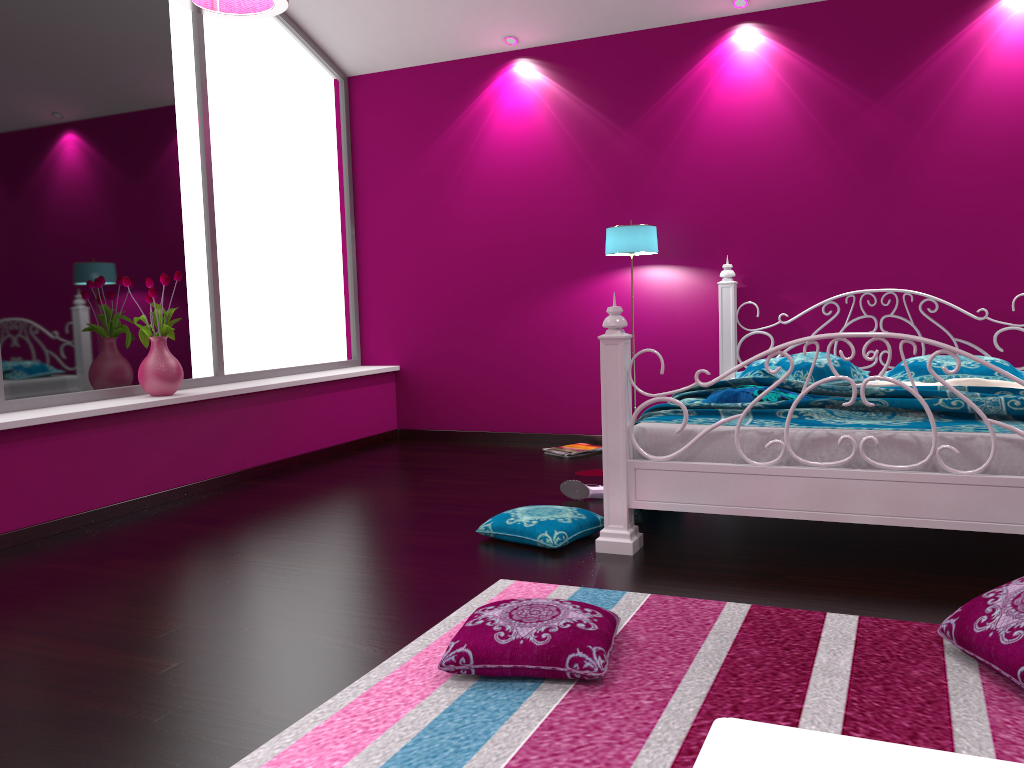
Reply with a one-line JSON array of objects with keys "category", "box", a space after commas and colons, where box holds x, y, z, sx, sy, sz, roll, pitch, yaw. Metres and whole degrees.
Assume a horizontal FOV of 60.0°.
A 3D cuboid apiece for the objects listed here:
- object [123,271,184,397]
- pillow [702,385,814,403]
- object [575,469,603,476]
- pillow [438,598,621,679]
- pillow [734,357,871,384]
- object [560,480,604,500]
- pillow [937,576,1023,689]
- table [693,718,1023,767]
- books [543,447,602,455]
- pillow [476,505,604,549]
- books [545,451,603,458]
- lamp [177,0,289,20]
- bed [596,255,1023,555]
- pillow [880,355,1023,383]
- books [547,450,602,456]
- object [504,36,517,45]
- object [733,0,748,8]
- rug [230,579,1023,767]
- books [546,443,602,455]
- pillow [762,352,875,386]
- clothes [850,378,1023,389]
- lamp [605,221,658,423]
[{"category": "object", "box": [-1.757, -0.248, 4.399, 0.264, 0.614, 0.242, -3, 5, -8]}, {"category": "pillow", "box": [1.020, 0.070, 3.707, 0.404, 0.127, 0.425, 2, 6, 34]}, {"category": "object", "box": [0.437, 0.469, 4.685, 0.221, 0.007, 0.184, -2, 5, -3]}, {"category": "pillow", "box": [0.058, 0.628, 2.242, 0.419, 0.107, 0.401, -1, 5, 10]}, {"category": "pillow", "box": [1.532, -0.073, 4.713, 0.717, 0.141, 0.401, 0, 5, 19]}, {"category": "object", "box": [0.345, 0.482, 4.075, 0.247, 0.086, 0.100, 0, 5, 18]}, {"category": "pillow", "box": [1.265, 0.550, 2.055, 0.391, 0.224, 0.425, -2, 5, -8]}, {"category": "table", "box": [0.451, 0.558, 0.290, 0.856, 0.592, 0.526, 0, 5, 24]}, {"category": "books", "box": [0.369, 0.394, 5.353, 0.300, 0.007, 0.220, -4, 6, -27]}, {"category": "pillow", "box": [0.126, 0.543, 3.451, 0.417, 0.101, 0.401, 2, 7, 40]}, {"category": "books", "box": [0.382, 0.408, 5.346, 0.300, 0.007, 0.220, -5, 6, -36]}, {"category": "lamp", "box": [-0.993, -1.897, 3.053, 0.377, 1.129, 0.377, -1, 5, 7]}, {"category": "bed", "box": [1.500, -0.067, 3.855, 2.167, 1.143, 2.317, 0, 5, 24]}, {"category": "pillow", "box": [2.208, -0.069, 4.421, 0.717, 0.141, 0.401, 1, 6, 26]}, {"category": "books", "box": [0.394, 0.401, 5.346, 0.300, 0.007, 0.220, -5, 6, -30]}, {"category": "object", "box": [-0.006, -2.144, 5.513, 0.080, 0.058, 0.085, 0, 5, 24]}, {"category": "object", "box": [1.273, -2.135, 4.944, 0.080, 0.058, 0.085, 0, 5, 24]}, {"category": "rug", "box": [0.638, 0.708, 1.822, 2.100, 0.018, 1.400, 0, 5, 24]}, {"category": "books", "box": [0.388, 0.390, 5.340, 0.300, 0.012, 0.221, -6, 7, -42]}, {"category": "pillow", "box": [1.532, -0.071, 4.469, 0.404, 0.176, 0.418, -3, 5, -8]}, {"category": "clothes", "box": [2.009, 0.166, 3.986, 1.036, 0.376, 0.553, 0, 5, 19]}, {"category": "lamp", "box": [0.699, -0.256, 5.106, 0.303, 1.352, 0.303, -4, 5, -21]}]
